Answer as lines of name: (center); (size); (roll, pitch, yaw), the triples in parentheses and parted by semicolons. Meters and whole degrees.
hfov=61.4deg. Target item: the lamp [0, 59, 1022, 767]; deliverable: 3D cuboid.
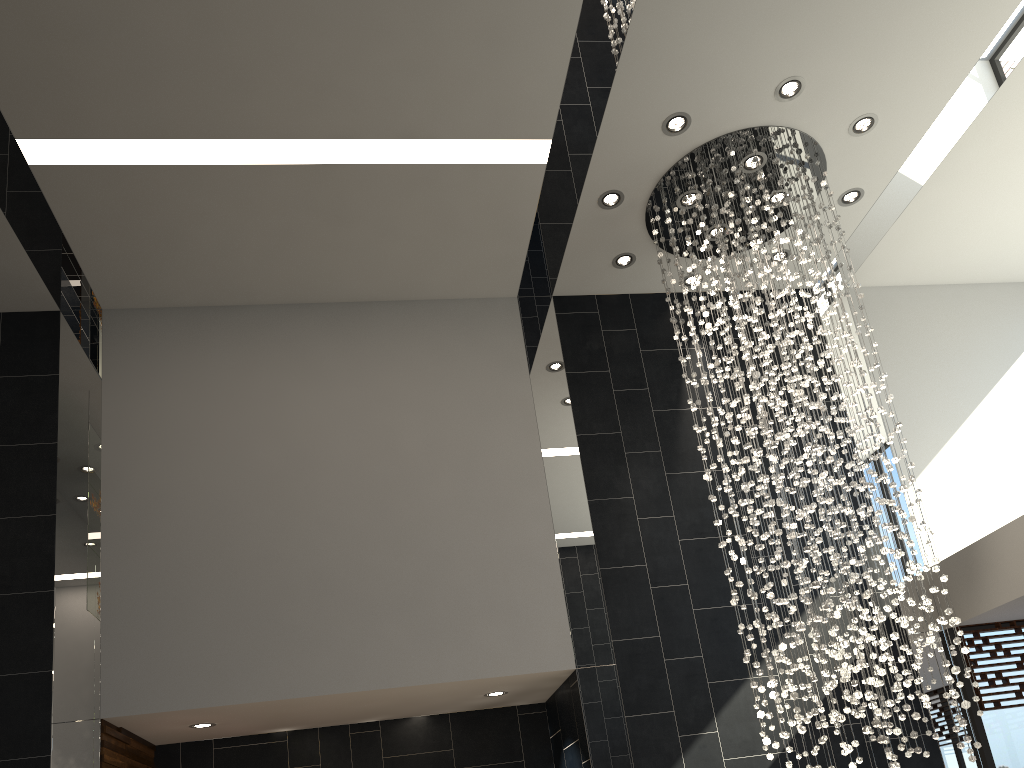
lamp: (-9.913, -38.639, 15.218); (404.530, 105.457, 428.605); (-15, -29, 13)

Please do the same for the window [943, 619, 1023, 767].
window: (4.885, 0.069, 4.026); (2.351, 5.518, 6.688); (-5, -24, -11)
